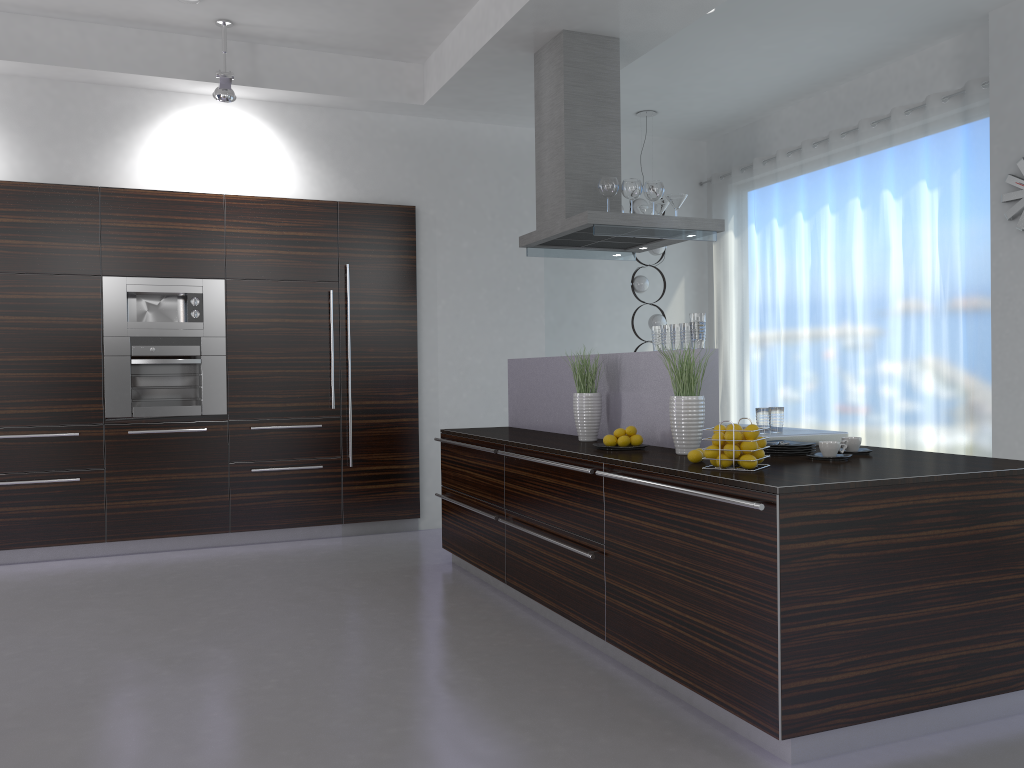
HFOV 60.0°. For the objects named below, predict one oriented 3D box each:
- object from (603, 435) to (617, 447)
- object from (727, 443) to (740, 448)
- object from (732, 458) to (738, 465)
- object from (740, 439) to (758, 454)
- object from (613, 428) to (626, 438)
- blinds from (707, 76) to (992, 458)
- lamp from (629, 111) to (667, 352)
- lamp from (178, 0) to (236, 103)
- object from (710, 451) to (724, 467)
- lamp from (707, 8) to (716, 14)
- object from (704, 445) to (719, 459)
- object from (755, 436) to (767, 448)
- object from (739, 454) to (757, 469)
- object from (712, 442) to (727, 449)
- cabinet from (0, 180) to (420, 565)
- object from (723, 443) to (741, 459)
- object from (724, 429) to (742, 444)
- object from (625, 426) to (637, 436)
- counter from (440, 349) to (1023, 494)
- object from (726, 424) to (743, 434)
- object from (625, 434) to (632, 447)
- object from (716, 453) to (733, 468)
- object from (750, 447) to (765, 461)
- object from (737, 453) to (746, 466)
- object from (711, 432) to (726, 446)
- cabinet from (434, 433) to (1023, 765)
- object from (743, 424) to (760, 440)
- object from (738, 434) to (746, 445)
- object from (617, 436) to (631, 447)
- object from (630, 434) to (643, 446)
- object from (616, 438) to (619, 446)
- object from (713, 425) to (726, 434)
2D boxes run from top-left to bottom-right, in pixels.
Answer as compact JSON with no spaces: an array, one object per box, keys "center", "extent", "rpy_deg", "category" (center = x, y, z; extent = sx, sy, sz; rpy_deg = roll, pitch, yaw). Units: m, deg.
[{"center":[0.447,0.259,4.029],"extent":[0.060,0.058,0.070],"rpy_deg":[-1,1,-24],"category":"object"},{"center":[0.783,0.232,3.154],"extent":[0.062,0.053,0.051],"rpy_deg":[-1,1,-14],"category":"object"},{"center":[0.795,0.264,3.198],"extent":[0.052,0.060,0.057],"rpy_deg":[-1,1,-17],"category":"object"},{"center":[0.833,0.221,3.117],"extent":[0.061,0.054,0.053],"rpy_deg":[0,1,24],"category":"object"},{"center":[0.491,0.224,4.041],"extent":[0.053,0.047,0.061],"rpy_deg":[-1,1,-19],"category":"object"},{"center":[2.550,-0.479,7.328],"extent":[0.120,3.112,3.245],"rpy_deg":[-1,1,-22],"category":"blinds"},{"center":[1.211,-1.219,7.889],"extent":[0.367,2.370,0.180],"rpy_deg":[-1,1,-29],"category":"lamp"},{"center":[-1.910,-2.081,5.564],"extent":[0.171,0.511,0.605],"rpy_deg":[-1,1,10],"category":"lamp"},{"center":[0.752,0.270,3.201],"extent":[0.074,0.063,0.064],"rpy_deg":[-1,1,-2],"category":"object"},{"center":[1.209,-2.362,5.562],"extent":[0.132,0.035,0.132],"rpy_deg":[-1,1,-3],"category":"lamp"},{"center":[0.714,0.244,3.159],"extent":[0.061,0.054,0.052],"rpy_deg":[0,1,45],"category":"object"},{"center":[0.890,0.216,3.210],"extent":[0.060,0.055,0.053],"rpy_deg":[-1,1,21],"category":"object"},{"center":[0.824,0.271,3.094],"extent":[0.062,0.052,0.053],"rpy_deg":[-1,1,17],"category":"object"},{"center":[0.758,0.218,3.218],"extent":[0.062,0.053,0.052],"rpy_deg":[0,1,39],"category":"object"},{"center":[-2.493,-0.087,6.387],"extent":[3.600,2.500,0.669],"rpy_deg":[-1,1,-22],"category":"cabinet"},{"center":[0.775,0.236,3.125],"extent":[0.051,0.055,0.061],"rpy_deg":[-1,1,-43],"category":"object"},{"center":[0.780,0.186,3.126],"extent":[0.063,0.053,0.051],"rpy_deg":[-1,1,-9],"category":"object"},{"center":[0.542,0.213,4.027],"extent":[0.053,0.048,0.063],"rpy_deg":[0,1,34],"category":"object"},{"center":[0.770,0.491,4.414],"extent":[1.302,1.300,3.291],"rpy_deg":[-1,1,-22],"category":"counter"},{"center":[0.801,0.170,3.193],"extent":[0.063,0.053,0.051],"rpy_deg":[-1,1,-21],"category":"object"},{"center":[0.533,0.259,4.051],"extent":[0.071,0.060,0.057],"rpy_deg":[-1,1,-21],"category":"object"},{"center":[0.752,0.272,3.143],"extent":[0.063,0.053,0.051],"rpy_deg":[-1,1,-14],"category":"object"},{"center":[0.871,0.248,3.170],"extent":[0.062,0.053,0.052],"rpy_deg":[-1,1,15],"category":"object"},{"center":[0.833,0.273,3.153],"extent":[0.061,0.055,0.050],"rpy_deg":[0,1,23],"category":"object"},{"center":[0.739,0.198,3.168],"extent":[0.053,0.052,0.061],"rpy_deg":[-1,1,-9],"category":"object"},{"center":[0.763,0.715,4.415],"extent":[1.377,0.852,3.285],"rpy_deg":[-1,1,-22],"category":"cabinet"},{"center":[0.846,0.172,3.132],"extent":[0.059,0.060,0.050],"rpy_deg":[-1,1,-23],"category":"object"},{"center":[0.837,0.201,3.169],"extent":[0.061,0.051,0.055],"rpy_deg":[-1,1,-28],"category":"object"},{"center":[0.505,0.259,4.000],"extent":[0.061,0.054,0.052],"rpy_deg":[0,1,45],"category":"object"},{"center":[0.562,0.254,4.007],"extent":[0.063,0.053,0.051],"rpy_deg":[-1,1,18],"category":"object"},{"center":[0.476,0.262,4.081],"extent":[0.053,0.051,0.063],"rpy_deg":[-1,1,-19],"category":"object"},{"center":[0.762,0.173,3.238],"extent":[0.053,0.051,0.063],"rpy_deg":[0,1,25],"category":"object"}]
